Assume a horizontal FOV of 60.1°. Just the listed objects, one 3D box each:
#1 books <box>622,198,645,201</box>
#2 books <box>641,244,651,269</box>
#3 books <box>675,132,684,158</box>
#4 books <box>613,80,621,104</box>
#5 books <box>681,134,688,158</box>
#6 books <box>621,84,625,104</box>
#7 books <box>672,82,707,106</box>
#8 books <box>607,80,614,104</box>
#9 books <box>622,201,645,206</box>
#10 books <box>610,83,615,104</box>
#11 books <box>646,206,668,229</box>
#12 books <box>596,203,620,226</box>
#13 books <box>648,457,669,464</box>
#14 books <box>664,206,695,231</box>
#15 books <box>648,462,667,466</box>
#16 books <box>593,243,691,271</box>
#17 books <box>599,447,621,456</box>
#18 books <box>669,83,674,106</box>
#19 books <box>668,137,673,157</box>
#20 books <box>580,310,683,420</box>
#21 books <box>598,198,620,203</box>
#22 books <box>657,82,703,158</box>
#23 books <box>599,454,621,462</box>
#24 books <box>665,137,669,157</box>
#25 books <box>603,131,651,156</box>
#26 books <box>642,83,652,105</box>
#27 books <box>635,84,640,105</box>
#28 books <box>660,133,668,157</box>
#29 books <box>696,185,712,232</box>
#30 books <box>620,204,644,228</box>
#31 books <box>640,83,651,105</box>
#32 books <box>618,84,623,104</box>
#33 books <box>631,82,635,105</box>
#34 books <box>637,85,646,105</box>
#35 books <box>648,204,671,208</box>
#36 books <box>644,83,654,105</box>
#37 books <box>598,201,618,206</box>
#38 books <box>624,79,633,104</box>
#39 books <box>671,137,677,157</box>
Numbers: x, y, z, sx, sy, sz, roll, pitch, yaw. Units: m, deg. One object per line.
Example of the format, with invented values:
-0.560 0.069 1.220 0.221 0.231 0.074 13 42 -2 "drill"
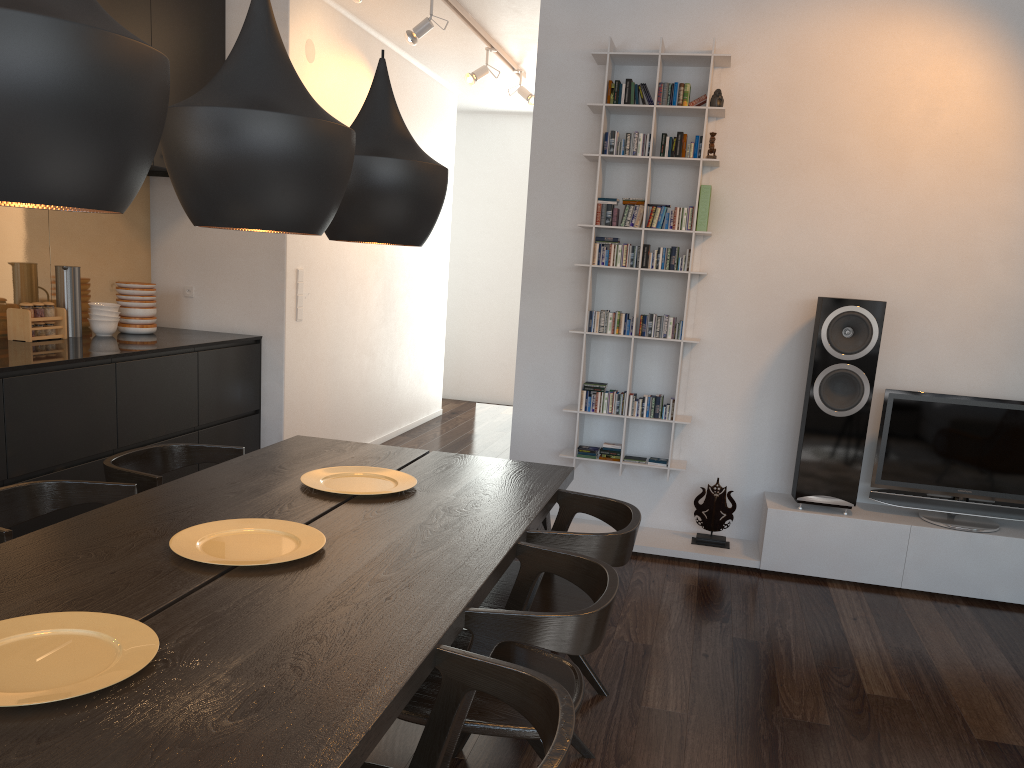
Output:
0.593 -0.885 4.265 0.111 0.015 0.092 6 8 12 "books"
0.653 -0.620 4.305 0.029 0.117 0.073 6 11 12 "books"
0.788 -1.121 4.163 0.029 0.117 0.073 6 11 12 "books"
0.497 -1.372 4.181 0.023 0.109 0.068 6 11 12 "books"
0.811 -1.115 4.161 0.016 0.109 0.068 6 11 12 "books"
0.529 -1.362 4.178 0.014 0.093 0.069 6 10 12 "books"
0.836 -1.342 4.139 0.160 0.112 0.100 6 10 12 "books"
0.465 -1.376 4.192 0.016 0.109 0.068 6 11 12 "books"
0.589 -0.870 4.259 0.107 0.018 0.068 6 8 12 "books"
0.479 -1.367 4.188 0.014 0.093 0.069 6 10 12 "books"
0.698 -0.800 4.259 0.088 0.109 0.095 6 10 12 "books"
0.467 -0.821 4.313 0.101 0.106 0.095 6 10 12 "books"
0.741 0.387 4.469 0.093 0.014 0.069 6 8 18 "books"
0.807 -0.794 4.245 0.136 0.114 0.121 6 10 12 "books"
0.737 0.400 4.476 0.092 0.014 0.069 6 8 12 "books"
0.637 -0.623 4.327 0.467 0.114 0.121 6 10 12 "books"
0.503 0.346 4.505 0.107 0.023 0.068 6 8 12 "books"
0.749 -1.345 4.143 0.012 0.109 0.068 6 11 12 "books"
0.748 -1.113 4.174 0.014 0.093 0.069 6 10 12 "books"
0.599 -0.101 4.430 0.469 0.518 0.121 6 12 12 "books"
0.470 -0.892 4.289 0.093 0.014 0.069 6 8 18 "books"
0.793 -1.233 4.170 0.228 0.338 0.106 6 11 13 "books"
0.502 0.378 4.516 0.107 0.017 0.068 6 8 12 "books"
0.734 -1.114 4.178 0.014 0.093 0.069 6 10 12 "books"
0.558 -1.146 4.240 0.221 0.114 0.107 6 10 12 "books"
0.638 -1.354 4.154 0.057 0.100 0.068 6 11 12 "books"
0.590 -1.356 4.165 0.028 0.094 0.069 6 10 12 "books"
0.716 -1.123 4.177 0.023 0.109 0.068 6 11 12 "books"
0.925 -0.839 4.262 0.049 0.217 0.164 6 10 12 "books"
0.586 -0.811 4.287 0.114 0.109 0.095 6 10 12 "books"
0.630 -1.355 4.156 0.057 0.100 0.068 6 11 12 "books"
0.515 -1.363 4.181 0.014 0.093 0.069 6 10 12 "books"
0.571 -1.362 4.167 0.019 0.100 0.073 6 10 12 "books"
0.612 -1.353 4.159 0.046 0.092 0.069 6 10 12 "books"
0.707 -0.855 4.240 0.107 0.008 0.068 6 8 12 "books"
0.647 -1.353 4.152 0.057 0.100 0.068 6 11 12 "books"
0.466 -0.879 4.296 0.092 0.014 0.069 6 8 12 "books"
0.549 -1.371 4.172 0.029 0.117 0.073 6 11 12 "books"
0.764 -1.112 4.169 0.020 0.094 0.069 6 10 12 "books"
